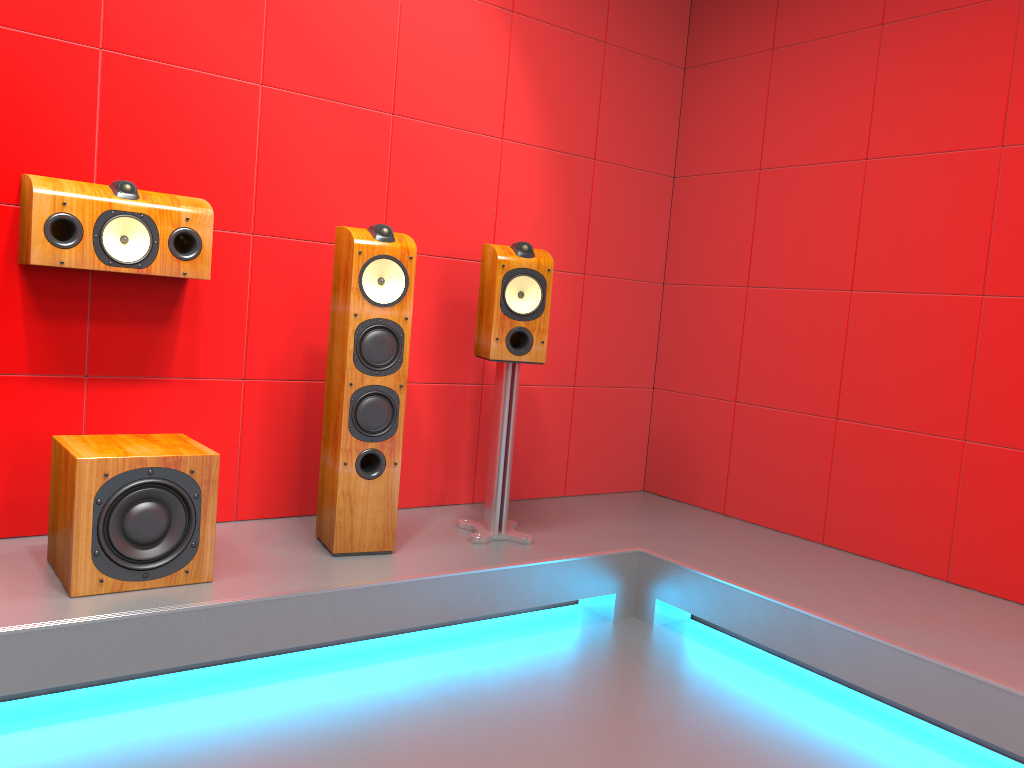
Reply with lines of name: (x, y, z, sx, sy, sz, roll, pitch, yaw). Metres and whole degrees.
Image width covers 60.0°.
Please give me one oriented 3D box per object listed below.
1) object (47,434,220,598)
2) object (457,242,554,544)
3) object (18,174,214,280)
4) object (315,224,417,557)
object: (-1.057, 0.347, 2.470, 0.360, 0.360, 0.360, 1, 6, -37)
object: (-0.021, 0.023, 3.190, 0.231, 1.058, 0.265, 3, 5, -17)
object: (-1.182, -0.472, 2.665, 0.493, 0.271, 0.235, 1, 6, -37)
object: (-0.476, 0.013, 2.882, 0.203, 1.052, 0.238, 2, 5, -27)
